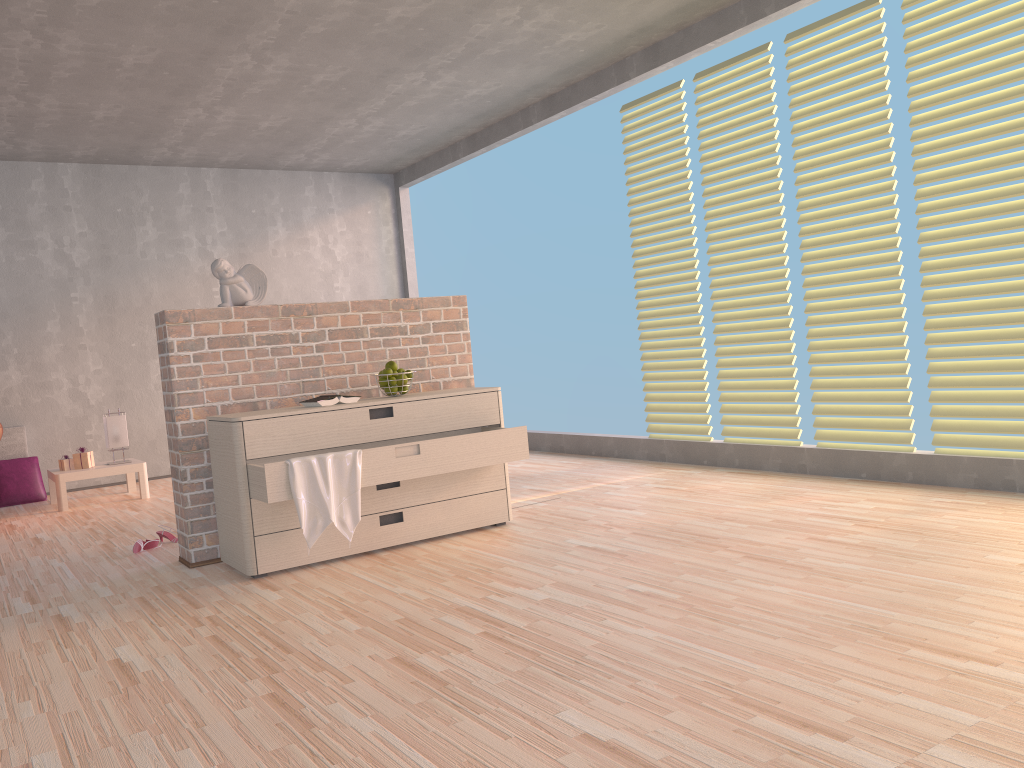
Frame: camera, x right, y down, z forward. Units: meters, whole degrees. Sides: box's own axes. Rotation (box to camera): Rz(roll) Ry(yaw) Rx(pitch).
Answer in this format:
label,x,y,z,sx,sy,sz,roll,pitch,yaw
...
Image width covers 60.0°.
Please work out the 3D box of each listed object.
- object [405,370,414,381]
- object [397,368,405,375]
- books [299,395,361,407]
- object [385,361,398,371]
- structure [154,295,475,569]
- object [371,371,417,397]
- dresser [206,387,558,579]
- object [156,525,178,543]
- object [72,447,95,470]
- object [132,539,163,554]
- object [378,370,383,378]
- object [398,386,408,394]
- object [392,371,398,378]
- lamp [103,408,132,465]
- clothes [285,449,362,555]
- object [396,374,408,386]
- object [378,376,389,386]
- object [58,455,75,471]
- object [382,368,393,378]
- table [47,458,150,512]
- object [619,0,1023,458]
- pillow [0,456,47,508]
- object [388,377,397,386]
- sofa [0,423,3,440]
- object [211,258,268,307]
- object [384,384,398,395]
label,x,y,z,sx,sy,sz,roll,pitch,yaw
object,-0.453,-0.038,3.881,0.047,0.047,0.046,-5,2,5
object,-0.489,-0.048,3.905,0.039,0.043,0.043,-3,3,43
books,-0.750,0.065,3.662,0.209,0.040,0.146,-7,3,-43
object,-0.528,-0.074,3.887,0.054,0.056,0.054,-7,3,-33
structure,-0.822,0.160,4.064,1.422,1.057,0.211,-7,3,-33
object,-0.513,0.003,3.888,0.202,0.104,0.202,-7,3,-39
dresser,-0.347,0.351,3.816,1.686,0.612,0.605,-7,3,-33
object,-1.618,0.715,4.247,0.188,0.085,0.069,-5,2,6
object,-2.844,0.487,5.885,0.099,0.147,0.102,-5,2,-4
object,-1.679,0.737,4.077,0.078,0.066,0.192,-5,2,3
object,-0.562,-0.035,3.889,0.049,0.053,0.054,-5,2,-2
object,-0.478,0.022,3.890,0.046,0.048,0.048,-7,3,-44
object,-0.514,-0.038,3.861,0.039,0.038,0.039,-5,2,-4
lamp,-2.688,0.356,6.025,0.140,0.376,0.140,-7,3,-33
clothes,-0.672,0.437,3.262,0.325,0.369,0.097,-7,3,-32
object,-0.480,-0.017,3.850,0.057,0.057,0.057,-5,2,0
object,-0.556,-0.012,3.846,0.046,0.044,0.046,-7,3,-37
object,-2.938,0.518,5.909,0.080,0.105,0.152,-4,3,26
object,-0.538,-0.047,3.829,0.046,0.045,0.046,-7,3,-33
table,-2.799,0.673,5.995,0.548,0.241,0.548,-7,3,-33
object,1.956,-0.716,3.723,0.044,2.114,4.372,-7,3,-33
pillow,-3.487,0.689,6.245,0.327,0.326,0.241,-7,3,-39
object,-0.515,-0.012,3.829,0.038,0.040,0.039,-6,2,-24
sofa,-3.987,0.440,4.732,2.202,0.923,0.981,-7,3,-33
object,-1.184,-0.437,3.837,0.216,0.218,0.131,-7,3,-33
object,-0.527,0.022,3.864,0.060,0.055,0.059,-5,2,12
